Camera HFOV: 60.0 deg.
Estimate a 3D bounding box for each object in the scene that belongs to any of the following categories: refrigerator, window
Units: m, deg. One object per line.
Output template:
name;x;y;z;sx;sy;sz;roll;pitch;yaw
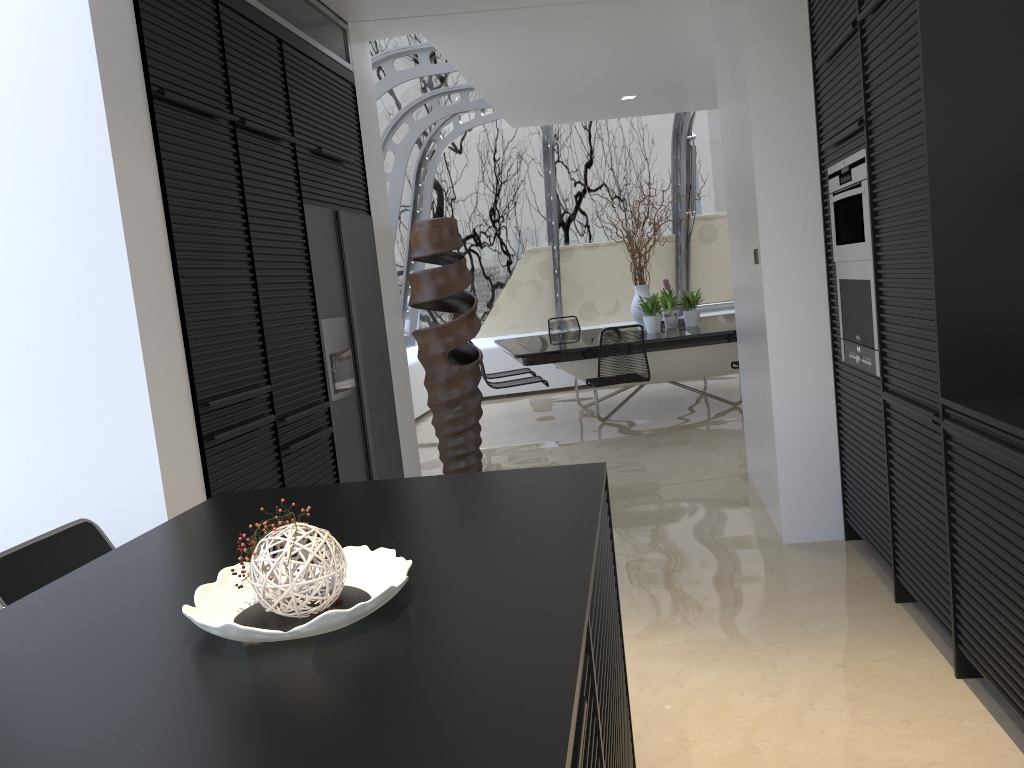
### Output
refrigerator;-0.904;-0.042;4.776;0.234;1.742;1.006;-5;6;9
window;4.526;-1.057;3.945;16.171;3.674;16.693;-6;6;1

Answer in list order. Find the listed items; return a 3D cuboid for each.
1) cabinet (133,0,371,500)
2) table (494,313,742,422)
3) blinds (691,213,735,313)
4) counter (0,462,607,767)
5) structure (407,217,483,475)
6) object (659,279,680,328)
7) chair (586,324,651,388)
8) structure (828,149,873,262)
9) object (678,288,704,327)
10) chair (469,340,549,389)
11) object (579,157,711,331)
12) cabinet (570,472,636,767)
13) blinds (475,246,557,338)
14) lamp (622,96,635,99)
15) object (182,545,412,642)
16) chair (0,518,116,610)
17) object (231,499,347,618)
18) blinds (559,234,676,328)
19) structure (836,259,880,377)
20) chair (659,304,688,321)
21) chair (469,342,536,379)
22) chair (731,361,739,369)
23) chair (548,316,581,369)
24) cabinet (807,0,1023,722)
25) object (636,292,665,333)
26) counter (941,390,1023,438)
cabinet;-1.322;-0.278;4.202;0.831;2.558;2.252;-5;6;10
table;1.454;-0.157;8.582;3.031;0.759;2.494;-7;6;-5
blinds;2.837;-1.518;11.017;1.376;1.214;0.387;-7;6;-5
counter;-0.515;0.477;0.380;1.006;0.018;3.800;-5;6;8
structure;-0.447;-0.232;6.265;0.493;1.843;0.498;-6;6;6
object;1.514;-0.793;8.655;0.238;0.476;0.417;-4;7;23
chair;0.856;-0.226;7.244;0.446;0.519;0.688;-7;6;-5
structure;1.301;-0.671;3.424;0.061;0.388;0.592;-5;6;9
object;1.682;-0.725;8.333;0.284;0.369;0.215;-3;7;29
chair;-0.056;-0.209;7.997;0.688;0.519;0.446;-7;6;-5
object;1.303;-1.276;8.278;1.135;1.549;1.031;-8;6;-12
cabinet;-0.469;0.900;0.426;1.007;0.838;3.800;-5;6;8
blinds;-0.343;-0.539;11.011;1.829;2.118;0.663;-7;6;-5
lamp;6.299;-2.708;3.710;9.928;0.004;9.775;-7;6;-4
object;-0.316;0.326;1.343;0.334;0.078;0.329;-7;6;-4
chair;-0.847;0.755;2.042;0.460;0.857;0.418;-5;6;9
object;-0.325;0.265;1.348;0.190;0.191;0.165;-2;8;36
blinds;1.318;-1.248;10.931;1.430;1.027;0.329;-7;6;-5
structure;1.348;-0.271;3.466;0.023;0.420;0.592;-5;6;9
chair;1.889;-0.621;9.839;0.446;0.519;0.688;-7;6;-5
chair;-0.141;-0.299;8.915;0.688;0.519;0.446;-7;6;-5
chair;2.119;-0.375;7.346;0.446;0.519;0.688;-7;6;-5
chair;0.625;-0.472;9.737;0.446;0.519;0.688;-7;6;-5
cabinet;1.421;-0.445;1.303;0.831;2.901;5.157;-5;6;8
object;1.273;-0.654;8.093;0.284;0.369;0.215;-2;7;34
counter;1.391;0.241;0.670;0.804;0.025;3.738;-5;6;8
